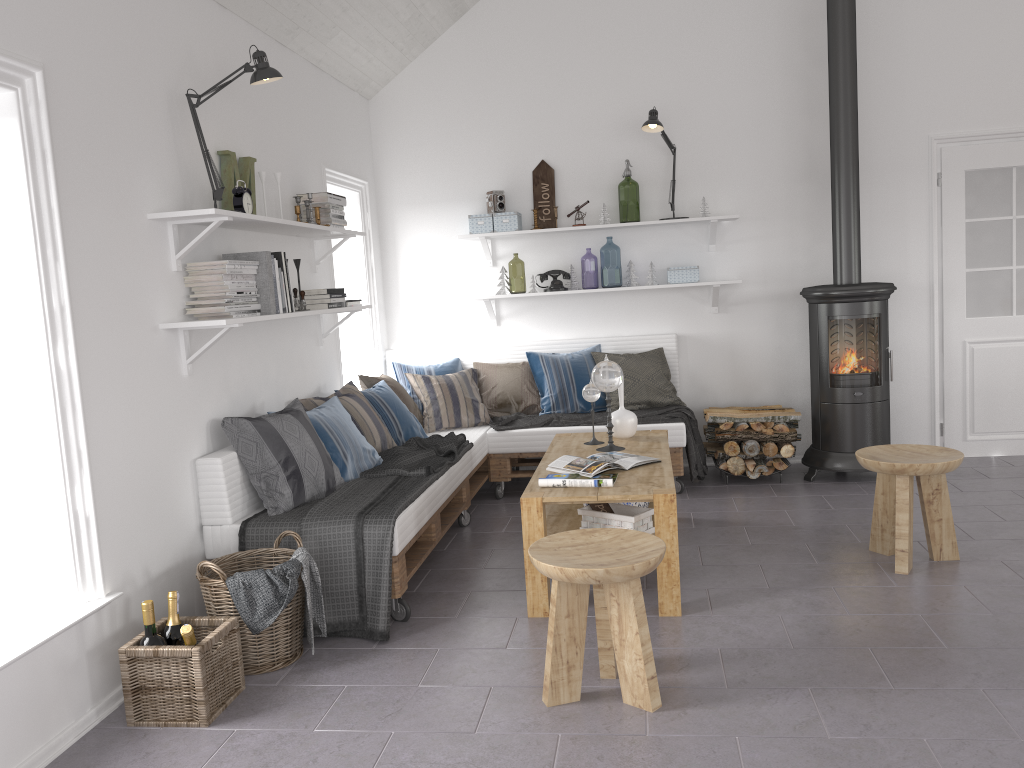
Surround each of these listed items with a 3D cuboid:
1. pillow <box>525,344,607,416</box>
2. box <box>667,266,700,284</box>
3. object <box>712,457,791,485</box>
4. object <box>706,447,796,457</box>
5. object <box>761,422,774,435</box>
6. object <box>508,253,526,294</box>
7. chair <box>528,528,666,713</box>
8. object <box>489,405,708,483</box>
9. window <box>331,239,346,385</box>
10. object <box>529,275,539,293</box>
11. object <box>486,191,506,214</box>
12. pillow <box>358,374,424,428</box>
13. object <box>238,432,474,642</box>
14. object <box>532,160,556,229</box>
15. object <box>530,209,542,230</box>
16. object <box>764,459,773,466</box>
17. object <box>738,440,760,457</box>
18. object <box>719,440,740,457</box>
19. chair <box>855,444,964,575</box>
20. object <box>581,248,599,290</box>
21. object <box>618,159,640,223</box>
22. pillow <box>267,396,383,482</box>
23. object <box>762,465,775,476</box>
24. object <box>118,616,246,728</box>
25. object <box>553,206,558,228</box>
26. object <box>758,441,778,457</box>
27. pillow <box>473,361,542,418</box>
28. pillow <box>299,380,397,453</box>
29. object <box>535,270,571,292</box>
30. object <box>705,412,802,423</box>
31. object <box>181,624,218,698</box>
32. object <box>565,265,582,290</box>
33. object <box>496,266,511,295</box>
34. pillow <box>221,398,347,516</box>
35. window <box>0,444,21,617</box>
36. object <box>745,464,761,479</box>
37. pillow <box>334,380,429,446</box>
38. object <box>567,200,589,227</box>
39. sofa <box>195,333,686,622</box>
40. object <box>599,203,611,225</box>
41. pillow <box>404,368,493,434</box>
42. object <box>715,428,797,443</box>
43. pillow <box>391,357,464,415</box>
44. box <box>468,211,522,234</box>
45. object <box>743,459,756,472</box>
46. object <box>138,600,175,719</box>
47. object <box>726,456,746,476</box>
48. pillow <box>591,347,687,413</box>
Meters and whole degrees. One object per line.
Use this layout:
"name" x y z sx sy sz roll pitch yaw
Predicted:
"pillow" 0.388 -0.022 5.769 0.526 0.428 0.311 -5 6 -13
"box" 1.124 -0.715 5.829 0.202 0.110 0.137 -3 6 9
"object" 1.526 0.530 5.699 0.456 0.118 0.478 -3 6 9
"object" 1.509 0.435 5.615 0.539 0.070 0.101 -3 6 10
"object" 1.583 0.253 5.591 0.059 0.048 0.529 -3 6 9
"object" 0.033 -0.741 5.950 0.111 0.270 0.111 0 7 27
"chair" 0.281 0.749 2.815 0.431 0.479 0.431 -3 6 6
"object" 0.509 0.400 5.658 1.449 0.508 0.716 -4 6 -2
"window" -1.245 -0.426 5.718 0.052 1.655 0.685 -3 6 9
"object" 0.143 -0.669 5.902 0.072 0.124 0.068 -4 6 -7
"object" -0.100 -1.224 5.983 0.121 0.157 0.117 -8 7 -32
"pillow" -0.736 0.128 5.523 0.334 0.438 0.545 -2 7 14
"object" -0.632 0.618 4.268 0.685 0.533 1.892 -3 6 8
"object" 0.217 -1.275 5.997 0.154 0.480 0.053 -2 7 14
"object" 0.158 -1.098 5.905 0.085 0.152 0.085 0 8 32
"object" 1.610 0.462 5.644 0.046 0.033 0.425 -3 6 9
"object" 1.492 0.367 5.662 0.110 0.109 0.463 -3 6 7
"object" 1.383 0.370 5.704 0.103 0.107 0.516 -3 6 7
"chair" 1.735 0.538 3.874 0.431 0.479 0.431 -3 6 5
"object" 0.515 -0.765 5.885 0.111 0.270 0.111 0 7 27
"object" 0.763 -1.258 5.800 0.136 0.415 0.136 2 8 41
"pillow" -0.876 0.291 4.306 0.331 0.401 0.525 0 7 28
"object" 1.620 0.503 5.679 0.096 0.067 0.467 -3 6 9
"object" -1.075 0.943 2.914 0.276 0.270 0.276 -3 6 9
"object" 0.294 -1.105 5.903 0.052 0.148 0.052 -7 7 -29
"object" 1.595 0.372 5.648 0.102 0.102 0.561 -3 6 8
"pillow" -0.010 0.048 5.847 0.521 0.381 0.366 -3 6 5
"pillow" -0.851 0.226 4.682 0.316 0.438 0.546 -1 7 21
"object" 0.276 -0.692 5.947 0.203 0.146 0.171 0 7 32
"object" 1.486 0.204 5.479 0.571 0.079 0.115 -3 6 9
"object" -1.024 0.898 2.881 0.095 0.332 0.284 -5 6 -12
"object" 0.403 -0.720 5.970 0.127 0.176 0.007 -2 7 14
"object" -0.053 -0.702 5.985 0.113 0.195 0.107 -2 7 15
"pillow" -0.988 0.315 3.867 0.301 0.444 0.534 -1 7 25
"window" -1.693 -0.036 2.467 0.117 1.655 0.685 -3 6 9
"object" 1.519 0.516 5.677 0.095 0.063 0.562 -3 6 9
"pillow" -0.726 0.203 5.110 0.341 0.408 0.523 -1 7 24
"object" 0.439 -1.123 5.888 0.092 0.172 0.177 -6 7 -23
"sofa" -0.055 0.330 4.809 2.017 0.932 2.855 -3 6 9
"object" 0.606 -1.114 5.814 0.075 0.147 0.075 -7 7 -24
"pillow" -0.395 0.108 5.731 0.516 0.392 0.358 -6 7 -22
"object" 1.498 0.314 5.462 0.480 0.104 0.126 -3 6 10
"pillow" -0.523 0.048 5.994 0.534 0.437 0.287 -6 7 -19
"box" -0.108 -1.080 5.998 0.332 0.131 0.242 -3 6 9
"object" 1.496 0.479 5.664 0.057 0.050 0.561 -3 6 9
"object" -1.153 0.882 2.852 0.095 0.377 0.095 3 9 44
"object" 1.432 0.485 5.711 0.118 0.142 0.520 -2 6 12
"pillow" 0.814 -0.021 5.722 0.519 0.395 0.334 -5 7 -13
